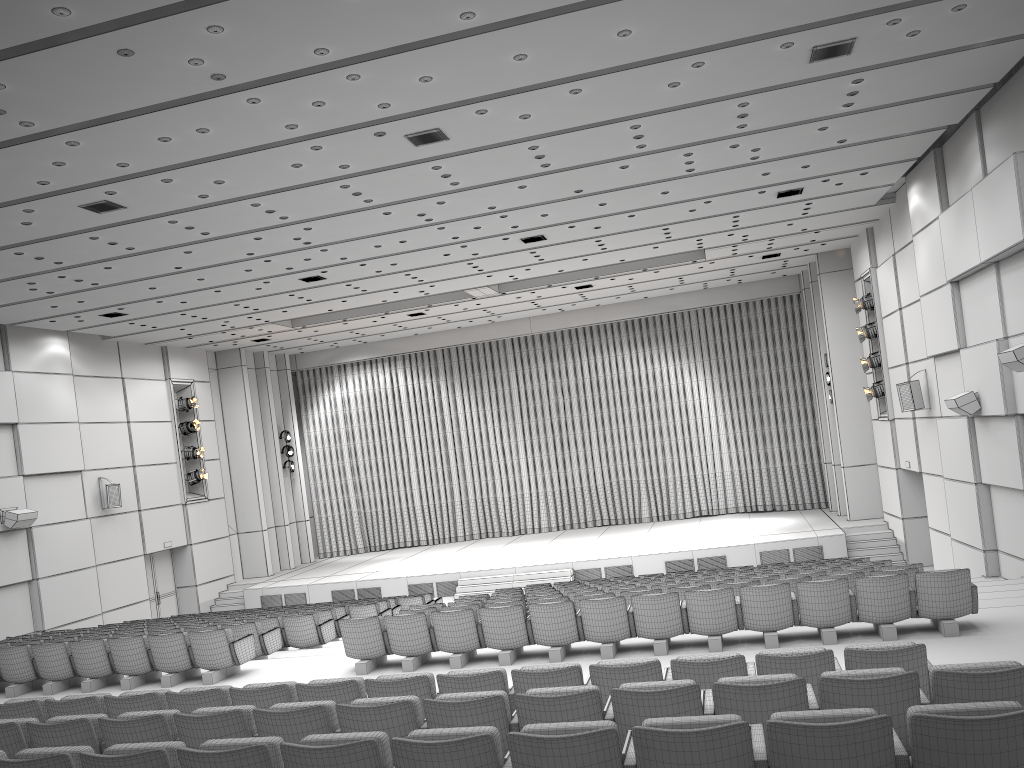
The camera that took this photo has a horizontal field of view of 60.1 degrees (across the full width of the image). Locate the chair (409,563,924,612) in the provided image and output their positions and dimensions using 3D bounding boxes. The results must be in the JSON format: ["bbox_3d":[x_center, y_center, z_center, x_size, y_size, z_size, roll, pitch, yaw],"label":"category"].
[{"bbox_3d":[1.860,2.893,11.518,6.614,0.621,0.612,-8,-2,13],"label":"chair"}]

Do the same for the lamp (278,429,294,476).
[{"bbox_3d":[-6.919,2.076,27.097,0.438,1.477,0.384,-7,0,18],"label":"lamp"}]

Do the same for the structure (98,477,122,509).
[{"bbox_3d":[-9.273,2.500,20.428,0.409,0.744,0.411,-7,-1,-29],"label":"structure"}]

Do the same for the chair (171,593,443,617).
[{"bbox_3d":[-4.415,4.936,18.726,6.063,0.621,0.612,-8,-2,13],"label":"chair"}]

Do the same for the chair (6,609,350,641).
[{"bbox_3d":[-5.544,4.174,14.449,6.063,0.621,0.612,-8,-2,13],"label":"chair"}]

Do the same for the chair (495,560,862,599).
[{"bbox_3d":[2.698,3.466,14.724,6.063,0.621,0.612,-8,-2,13],"label":"chair"}]

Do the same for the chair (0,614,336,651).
[{"bbox_3d":[-5.835,3.984,13.384,6.614,0.621,0.612,-8,-2,13],"label":"chair"}]

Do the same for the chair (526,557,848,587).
[{"bbox_3d":[3.280,3.845,16.861,6.063,0.621,0.612,-8,-2,13],"label":"chair"}]

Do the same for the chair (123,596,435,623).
[{"bbox_3d":[-4.740,4.751,17.663,6.614,0.621,0.612,-8,-2,13],"label":"chair"}]

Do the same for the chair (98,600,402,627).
[{"bbox_3d":[-4.997,4.557,16.589,6.063,0.621,0.612,-8,-2,13],"label":"chair"}]

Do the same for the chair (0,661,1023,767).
[{"bbox_3d":[-3.889,2.634,6.187,13.780,0.621,0.612,-8,-2,13],"label":"chair"}]

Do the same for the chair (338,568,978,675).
[{"bbox_3d":[1.314,2.509,9.379,6.615,0.621,0.612,-8,-2,13],"label":"chair"}]

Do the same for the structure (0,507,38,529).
[{"bbox_3d":[-9.950,2.686,17.850,0.472,0.417,0.520,-8,-2,14],"label":"structure"}]

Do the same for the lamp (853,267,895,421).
[{"bbox_3d":[8.069,-0.845,19.586,0.756,3.337,1.021,-7,0,9],"label":"lamp"}]

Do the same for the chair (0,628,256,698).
[{"bbox_3d":[-6.382,3.601,11.244,6.614,0.621,0.612,-8,-2,13],"label":"chair"}]

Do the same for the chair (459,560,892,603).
[{"bbox_3d":[2.408,3.277,13.658,6.614,0.621,0.612,-8,-2,13],"label":"chair"}]

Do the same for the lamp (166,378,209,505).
[{"bbox_3d":[-8.655,1.525,23.619,0.747,3.337,1.018,-7,0,13],"label":"lamp"}]

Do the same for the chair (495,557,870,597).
[{"bbox_3d":[2.955,3.660,15.798,6.614,0.621,0.612,-8,-2,13],"label":"chair"}]

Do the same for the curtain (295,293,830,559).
[{"bbox_3d":[1.243,1.361,27.414,16.165,6.515,1.428,-8,0,13],"label":"curtain"}]

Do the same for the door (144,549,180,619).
[{"bbox_3d":[-9.043,5.348,22.530,0.086,2.176,1.697,-7,-1,13],"label":"door"}]

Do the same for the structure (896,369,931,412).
[{"bbox_3d":[7.478,0.131,16.465,0.409,0.744,0.411,-7,-1,-29],"label":"structure"}]

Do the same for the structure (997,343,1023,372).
[{"bbox_3d":[6.519,-0.373,11.241,0.471,0.417,0.520,-7,-2,9],"label":"structure"}]

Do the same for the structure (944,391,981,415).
[{"bbox_3d":[7.045,0.276,13.733,0.471,0.417,0.520,-8,-2,10],"label":"structure"}]

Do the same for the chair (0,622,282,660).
[{"bbox_3d":[-6.092,3.790,12.310,6.063,0.621,0.612,-8,-2,13],"label":"chair"}]

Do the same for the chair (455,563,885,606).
[{"bbox_3d":[2.151,3.082,12.584,6.063,0.621,0.612,-8,-2,13],"label":"chair"}]

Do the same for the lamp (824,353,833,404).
[{"bbox_3d":[8.107,-0.140,22.226,0.437,1.477,0.385,-7,0,9],"label":"lamp"}]

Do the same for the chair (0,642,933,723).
[{"bbox_3d":[-3.641,2.829,7.263,13.228,0.621,0.612,-8,-2,13],"label":"chair"}]

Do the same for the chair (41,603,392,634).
[{"bbox_3d":[-5.288,4.368,15.523,6.614,0.621,0.612,-8,-2,13],"label":"chair"}]

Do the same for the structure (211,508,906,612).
[{"bbox_3d":[1.016,4.887,24.354,17.858,0.845,8.315,-8,-4,13],"label":"structure"}]

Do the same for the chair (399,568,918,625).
[{"bbox_3d":[1.604,2.699,10.445,6.063,0.621,0.612,-8,-2,13],"label":"chair"}]

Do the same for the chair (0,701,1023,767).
[{"bbox_3d":[-4.188,2.446,5.124,13.228,0.621,0.612,-8,-2,13],"label":"chair"}]
